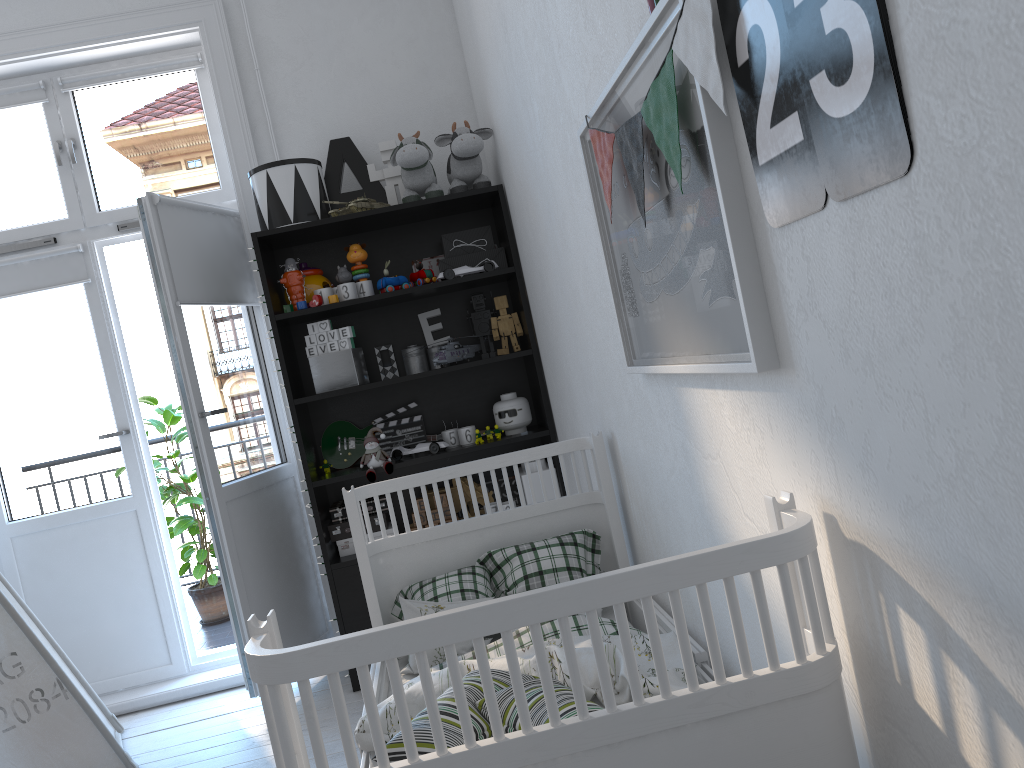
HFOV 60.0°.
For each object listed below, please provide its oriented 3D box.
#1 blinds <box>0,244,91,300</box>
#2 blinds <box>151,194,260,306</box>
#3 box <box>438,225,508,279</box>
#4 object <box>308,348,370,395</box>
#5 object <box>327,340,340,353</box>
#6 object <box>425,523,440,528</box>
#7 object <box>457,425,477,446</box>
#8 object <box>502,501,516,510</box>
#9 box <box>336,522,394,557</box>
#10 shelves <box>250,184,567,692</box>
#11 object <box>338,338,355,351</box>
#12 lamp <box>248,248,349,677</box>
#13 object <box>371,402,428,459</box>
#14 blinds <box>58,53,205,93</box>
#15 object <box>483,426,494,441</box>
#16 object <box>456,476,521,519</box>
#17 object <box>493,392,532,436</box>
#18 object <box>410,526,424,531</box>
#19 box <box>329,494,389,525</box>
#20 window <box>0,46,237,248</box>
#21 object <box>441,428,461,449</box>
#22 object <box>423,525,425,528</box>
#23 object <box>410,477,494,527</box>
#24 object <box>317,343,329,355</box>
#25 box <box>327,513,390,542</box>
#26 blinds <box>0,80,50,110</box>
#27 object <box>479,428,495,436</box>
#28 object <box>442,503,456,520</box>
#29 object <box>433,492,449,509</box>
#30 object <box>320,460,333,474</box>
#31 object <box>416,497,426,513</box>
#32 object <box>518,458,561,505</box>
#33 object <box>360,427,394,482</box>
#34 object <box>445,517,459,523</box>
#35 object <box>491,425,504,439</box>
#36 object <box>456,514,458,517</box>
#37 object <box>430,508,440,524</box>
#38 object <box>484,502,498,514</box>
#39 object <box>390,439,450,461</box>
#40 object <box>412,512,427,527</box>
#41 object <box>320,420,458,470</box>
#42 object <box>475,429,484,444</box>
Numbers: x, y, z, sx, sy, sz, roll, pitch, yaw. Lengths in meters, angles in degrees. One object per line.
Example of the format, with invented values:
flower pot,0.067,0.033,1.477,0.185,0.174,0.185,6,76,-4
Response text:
blinds,-1.979,-0.425,3.523,0.565,0.158,0.032,-12,2,-5
blinds,-1.119,-0.484,3.322,0.032,0.390,0.565,-11,2,15
box,-0.159,-0.494,3.408,0.251,0.189,0.179,-12,2,-5
object,-0.636,-0.048,3.266,0.170,0.138,0.124,-12,2,10
object,-0.645,-0.135,3.224,0.040,0.040,0.040,-12,2,10
object,-0.293,0.542,3.299,0.050,0.050,0.050,-12,2,0
object,-0.165,0.195,3.314,0.067,0.067,0.067,-12,2,9
object,-0.014,0.474,3.290,0.067,0.067,0.067,-12,2,9
box,-0.546,0.587,3.364,0.215,0.062,0.179,-12,2,-5
shelves,-0.319,0.191,3.359,0.911,1.678,0.353,-12,2,-5
object,-0.600,-0.144,3.216,0.040,0.040,0.040,-11,2,25
lamp,-0.351,0.192,3.420,0.985,1.685,0.095,-12,2,-8
object,-0.438,0.183,3.445,0.200,0.199,0.048,-12,2,-5
blinds,-1.523,-1.248,3.552,0.565,0.060,0.032,-12,2,-5
object,-0.087,0.184,3.321,0.042,0.054,0.031,-12,2,-5
object,-0.090,0.453,3.541,0.347,0.120,0.034,-12,2,-5
object,0.002,0.115,3.380,0.139,0.162,0.139,-13,2,-30
object,-0.350,0.555,3.294,0.050,0.050,0.050,-12,2,-5
box,-0.572,0.467,3.361,0.215,0.062,0.179,-12,2,-5
window,-1.777,-0.925,3.553,1.262,0.660,0.101,-12,2,-5
object,-0.227,0.207,3.355,0.067,0.067,0.067,-12,2,9
object,-0.340,0.551,3.349,0.050,0.050,0.050,-12,2,-5
object,-0.235,0.459,3.437,0.337,0.186,0.111,-12,2,10
object,-0.686,-0.126,3.239,0.040,0.040,0.040,-12,2,0
box,-0.577,0.531,3.360,0.215,0.062,0.179,-12,2,-5
blinds,-2.124,-1.104,3.495,0.565,0.087,0.032,-12,2,-5
object,-0.133,0.199,3.475,0.163,0.034,0.069,-12,2,-5
object,-0.238,0.479,3.330,0.050,0.050,0.050,-12,2,-5
object,-0.260,0.433,3.314,0.050,0.050,0.050,-12,2,15
object,-0.706,0.315,3.371,0.042,0.054,0.031,-12,2,5
object,-0.337,0.450,3.305,0.050,0.050,0.050,-12,2,-5
object,0.097,0.380,3.380,0.132,0.199,0.267,-12,2,-5
object,-0.490,0.251,3.174,0.110,0.186,0.129,-13,2,-18
object,-0.228,0.528,3.305,0.050,0.050,0.050,-11,2,25
object,-0.055,0.178,3.294,0.042,0.054,0.031,-10,3,40
object,-0.226,0.526,3.363,0.050,0.050,0.050,-12,2,-5
object,-0.288,0.490,3.298,0.050,0.050,0.050,-12,2,-5
object,-0.068,0.484,3.340,0.067,0.067,0.067,-12,2,9
object,-0.344,0.243,3.305,0.231,0.048,0.098,-11,2,20
object,-0.345,0.502,3.313,0.050,0.050,0.050,-12,2,-5
object,-0.474,0.222,3.469,0.542,0.239,0.093,-12,2,-5
object,-0.123,0.194,3.265,0.031,0.054,0.042,-10,3,45
